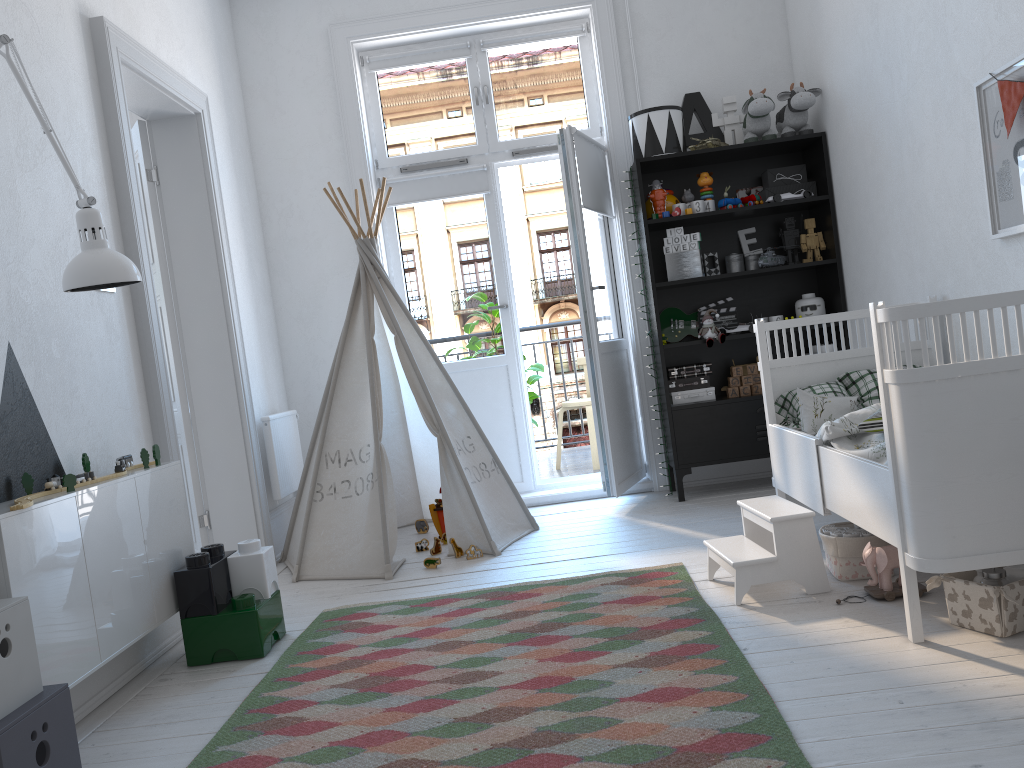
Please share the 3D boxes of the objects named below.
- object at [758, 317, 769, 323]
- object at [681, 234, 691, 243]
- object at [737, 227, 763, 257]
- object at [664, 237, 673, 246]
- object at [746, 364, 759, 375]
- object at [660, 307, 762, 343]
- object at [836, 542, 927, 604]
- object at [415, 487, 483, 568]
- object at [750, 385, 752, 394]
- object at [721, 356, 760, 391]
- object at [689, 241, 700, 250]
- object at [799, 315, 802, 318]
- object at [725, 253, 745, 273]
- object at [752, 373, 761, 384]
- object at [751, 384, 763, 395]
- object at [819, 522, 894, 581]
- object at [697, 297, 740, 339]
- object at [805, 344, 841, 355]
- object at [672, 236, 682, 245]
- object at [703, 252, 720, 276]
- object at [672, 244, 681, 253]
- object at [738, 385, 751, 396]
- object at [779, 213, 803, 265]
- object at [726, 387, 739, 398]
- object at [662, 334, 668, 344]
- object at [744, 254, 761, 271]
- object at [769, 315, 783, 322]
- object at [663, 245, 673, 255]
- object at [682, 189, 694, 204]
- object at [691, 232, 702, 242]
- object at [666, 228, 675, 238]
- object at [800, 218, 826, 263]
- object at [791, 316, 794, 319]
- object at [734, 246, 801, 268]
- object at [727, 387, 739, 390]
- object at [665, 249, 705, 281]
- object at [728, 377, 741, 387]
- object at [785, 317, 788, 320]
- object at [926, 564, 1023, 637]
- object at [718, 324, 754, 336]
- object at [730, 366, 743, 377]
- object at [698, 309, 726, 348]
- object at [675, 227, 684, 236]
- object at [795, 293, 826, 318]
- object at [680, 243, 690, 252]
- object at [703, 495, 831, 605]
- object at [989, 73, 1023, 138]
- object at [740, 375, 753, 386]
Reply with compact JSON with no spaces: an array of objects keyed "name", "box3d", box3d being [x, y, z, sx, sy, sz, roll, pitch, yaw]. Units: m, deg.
[{"name":"object","box3d":[1.251,-0.297,4.432,0.067,0.067,0.067,-7,2,16]},{"name":"object","box3d":[0.856,-0.710,4.340,0.040,0.040,0.040,-6,3,32]},{"name":"object","box3d":[1.226,-0.729,4.567,0.107,0.151,0.055,-8,2,2]},{"name":"object","box3d":[0.770,-0.699,4.367,0.040,0.040,0.040,-7,2,12]},{"name":"object","box3d":[1.195,-0.073,4.402,0.050,0.050,0.050,-7,2,22]},{"name":"object","box3d":[1.021,-0.304,4.576,0.542,0.239,0.093,-8,2,3]},{"name":"object","box3d":[1.035,0.533,2.530,0.254,0.152,0.125,-8,2,1]},{"name":"object","box3d":[-0.264,0.590,4.030,0.385,0.284,0.856,-8,2,-6]},{"name":"object","box3d":[1.169,0.029,4.448,0.050,0.050,0.050,-8,2,2]},{"name":"object","box3d":[1.234,-0.048,4.521,0.337,0.186,0.111,-7,2,17]},{"name":"object","box3d":[0.892,-0.674,4.332,0.040,0.040,0.040,-6,3,32]},{"name":"object","box3d":[1.416,-0.310,4.348,0.031,0.054,0.042,-10,3,-42]},{"name":"object","box3d":[1.139,-0.611,4.532,0.095,0.110,0.095,-7,2,7]},{"name":"object","box3d":[1.215,-0.026,4.416,0.050,0.050,0.050,-8,2,2]},{"name":"object","box3d":[1.219,0.025,4.392,0.050,0.050,0.050,-6,3,32]},{"name":"object","box3d":[1.088,0.518,2.799,0.215,0.148,0.240,-7,2,9]},{"name":"object","box3d":[1.056,-0.339,4.547,0.201,0.199,0.048,-8,2,2]},{"name":"object","box3d":[1.561,-0.098,4.420,0.132,0.199,0.267,-8,2,2]},{"name":"object","box3d":[0.813,-0.705,4.353,0.040,0.040,0.040,-7,2,22]},{"name":"object","box3d":[1.030,-0.610,4.571,0.070,0.135,0.028,-8,2,2]},{"name":"object","box3d":[0.809,-0.664,4.366,0.040,0.040,0.040,-7,2,7]},{"name":"object","box3d":[1.152,0.033,4.394,0.050,0.050,0.050,-7,2,7]},{"name":"object","box3d":[1.410,-0.720,4.452,0.117,0.259,0.081,-8,2,2]},{"name":"object","box3d":[1.094,0.041,4.397,0.050,0.050,0.050,-8,2,2]},{"name":"object","box3d":[0.771,-0.228,4.512,0.042,0.054,0.031,-7,2,12]},{"name":"object","box3d":[1.235,-0.613,4.445,0.078,0.091,0.246,-8,2,-3]},{"name":"object","box3d":[1.308,-0.303,4.382,0.067,0.067,0.067,-7,2,16]},{"name":"object","box3d":[0.770,-0.659,4.370,0.040,0.040,0.040,-7,2,17]},{"name":"object","box3d":[0.899,-0.912,4.505,0.063,0.160,0.063,-8,2,-19]},{"name":"object","box3d":[0.898,-0.715,4.326,0.040,0.040,0.040,-7,2,27]},{"name":"object","box3d":[0.780,-0.741,4.360,0.040,0.040,0.040,-7,2,7]},{"name":"object","box3d":[1.485,-0.708,4.388,0.114,0.221,0.052,-8,2,2]},{"name":"object","box3d":[1.387,-0.307,4.379,0.042,0.054,0.031,-8,2,2]},{"name":"object","box3d":[1.285,-0.625,4.410,0.368,0.106,0.349,-8,2,4]},{"name":"object","box3d":[1.111,0.037,4.451,0.050,0.050,0.050,-8,2,2]},{"name":"object","box3d":[0.855,-0.582,4.388,0.170,0.138,0.124,-7,2,17]},{"name":"object","box3d":[1.106,-0.011,4.414,0.050,0.050,0.050,-8,2,2]},{"name":"object","box3d":[1.343,-0.299,4.328,0.042,0.054,0.031,-9,3,-37]},{"name":"object","box3d":[1.253,0.507,2.225,0.360,0.163,0.242,-9,2,-23]},{"name":"object","box3d":[1.126,-0.269,4.398,0.231,0.048,0.098,-7,2,27]},{"name":"object","box3d":[1.116,-0.062,4.403,0.050,0.050,0.050,-8,2,2]},{"name":"object","box3d":[0.964,-0.271,4.287,0.110,0.186,0.129,-8,2,-11]},{"name":"object","box3d":[0.820,-0.746,4.348,0.040,0.040,0.040,-7,2,12]},{"name":"object","box3d":[1.488,-0.370,4.424,0.139,0.162,0.139,-9,2,-23]},{"name":"object","box3d":[0.848,-0.668,4.345,0.040,0.040,0.040,-7,2,17]},{"name":"object","box3d":[0.781,0.510,2.780,0.288,0.246,0.332,-8,2,-3]},{"name":"object","box3d":[1.449,-0.876,2.274,0.058,0.415,0.904,-8,2,2]},{"name":"object","box3d":[1.161,-0.018,4.392,0.050,0.050,0.050,-8,2,2]}]
